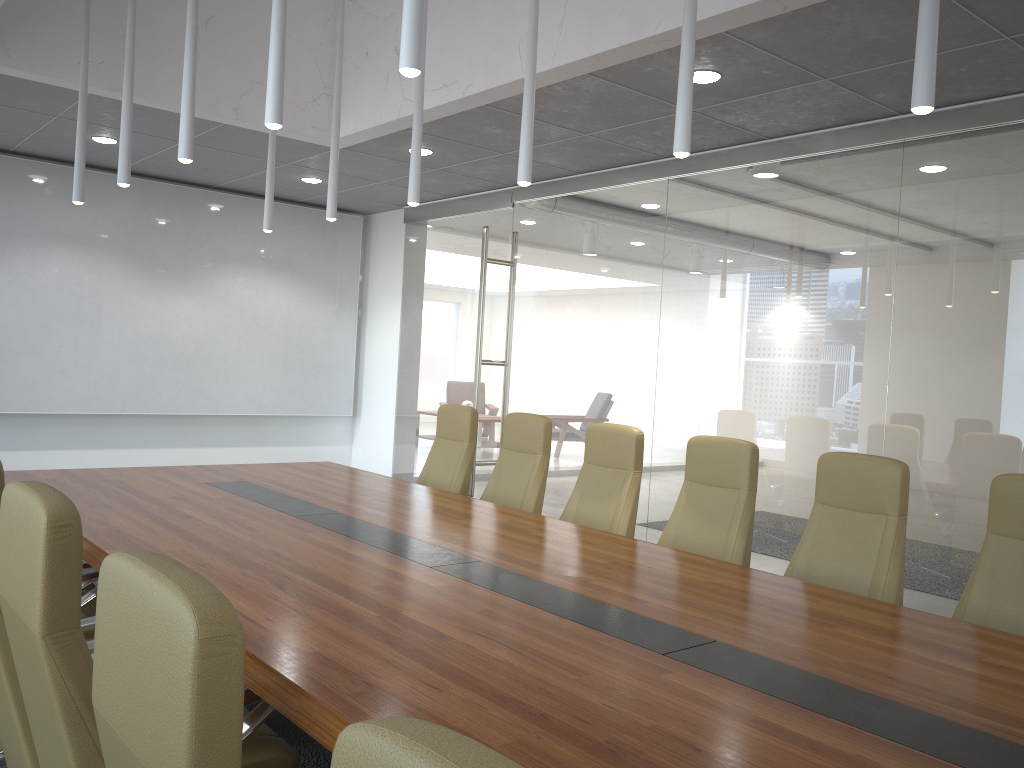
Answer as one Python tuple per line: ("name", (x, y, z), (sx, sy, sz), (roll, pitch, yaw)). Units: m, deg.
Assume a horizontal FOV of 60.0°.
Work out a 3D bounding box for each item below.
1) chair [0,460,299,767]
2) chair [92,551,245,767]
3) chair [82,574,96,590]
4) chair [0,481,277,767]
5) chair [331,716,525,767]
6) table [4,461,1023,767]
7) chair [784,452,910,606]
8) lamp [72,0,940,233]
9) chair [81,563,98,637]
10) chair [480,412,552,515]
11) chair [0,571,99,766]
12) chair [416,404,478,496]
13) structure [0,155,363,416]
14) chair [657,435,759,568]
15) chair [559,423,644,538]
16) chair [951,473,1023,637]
("chair", (-1.244, 0.895, 2.837), (0.955, 1.406, 0.711), (2, 2, -40))
("chair", (-0.214, 0.982, 1.598), (0.955, 1.406, 0.711), (2, 2, -40))
("chair", (-2.767, 0.766, 4.670), (0.955, 1.406, 0.711), (2, 2, -40))
("chair", (-0.731, 0.938, 2.219), (0.955, 1.406, 0.711), (2, 2, -40))
("chair", (0.286, 1.024, 0.995), (0.955, 1.406, 0.711), (2, 2, -40))
("table", (-0.257, 1.188, 3.664), (2.300, 0.895, 6.500), (2, 2, -40))
("chair", (1.268, 1.016, 3.885), (0.955, 1.406, 0.711), (2, 2, -40))
("lamp", (-0.064, -2.166, 3.589), (2.619, 2.378, 7.258), (2, 2, -40))
("chair", (-2.259, 0.809, 4.058), (0.955, 1.406, 0.711), (2, 2, -40))
("chair", (-0.266, 0.886, 5.732), (0.955, 1.406, 0.711), (2, 2, -40))
("chair", (-1.763, 0.851, 3.462), (0.955, 1.406, 0.711), (2, 2, -40))
("chair", (-0.776, 0.843, 6.346), (0.955, 1.406, 0.711), (2, 2, -40))
("structure", (-0.116, -0.567, 3.663), (6.600, 2.466, 13.989), (2, 2, -40))
("chair", (0.758, 0.973, 4.499), (0.955, 1.406, 0.711), (2, 2, -40))
("chair", (0.250, 0.930, 5.110), (0.955, 1.406, 0.711), (2, 2, -40))
("chair", (1.776, 1.059, 3.274), (0.955, 1.406, 0.711), (2, 2, -40))
